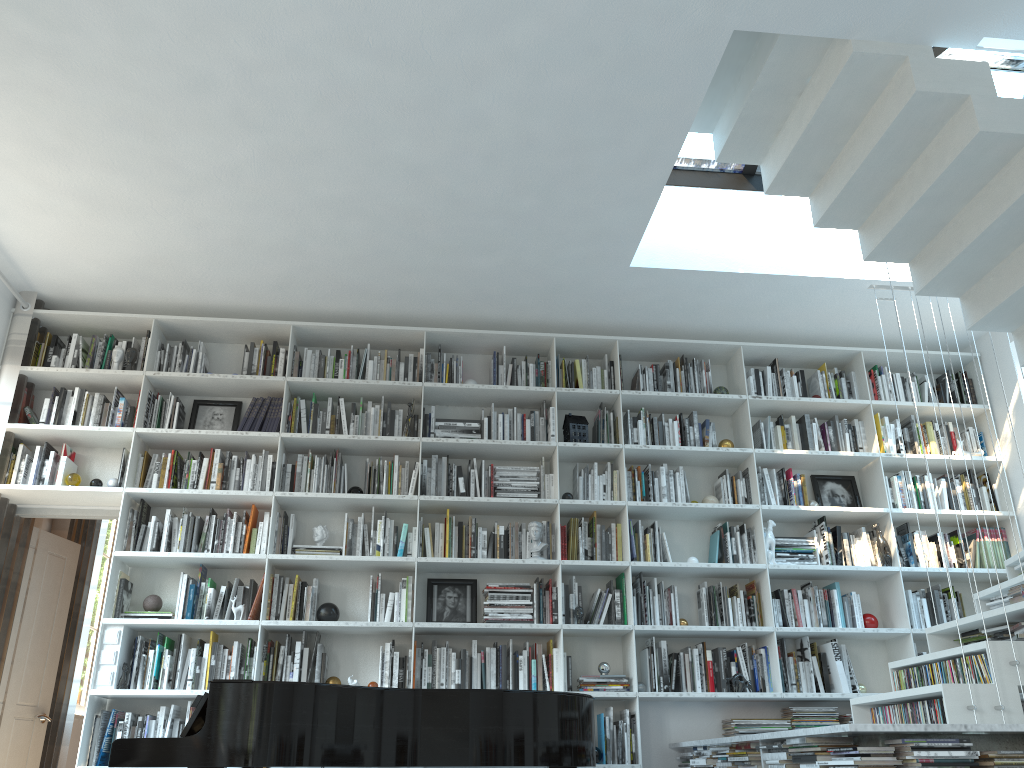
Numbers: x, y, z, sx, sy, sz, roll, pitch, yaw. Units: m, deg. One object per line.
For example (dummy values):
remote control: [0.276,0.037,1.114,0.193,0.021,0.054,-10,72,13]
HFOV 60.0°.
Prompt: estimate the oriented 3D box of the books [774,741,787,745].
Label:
books: [1.216,1.541,3.805,0.134,0.014,0.182,0,-24,-1]

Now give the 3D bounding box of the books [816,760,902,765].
books: [1.263,1.383,3.238,0.184,0.014,0.298,3,-24,-7]

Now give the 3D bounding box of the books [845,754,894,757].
books: [1.308,1.363,3.252,0.091,0.011,0.190,3,-24,-8]

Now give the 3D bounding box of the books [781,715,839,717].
books: [1.746,1.951,5.206,0.285,0.005,0.160,4,-24,-9]

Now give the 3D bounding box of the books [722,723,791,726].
books: [1.417,1.981,5.160,0.345,0.007,0.194,1,-24,-4]

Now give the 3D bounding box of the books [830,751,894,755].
books: [1.282,1.353,3.253,0.132,0.009,0.270,1,-24,-2]

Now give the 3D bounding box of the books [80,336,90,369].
books: [-2.668,-0.141,5.548,0.057,0.261,0.191,2,-23,-6]

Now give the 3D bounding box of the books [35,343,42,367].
books: [-2.937,-0.124,5.541,0.024,0.227,0.130,2,-23,-6]

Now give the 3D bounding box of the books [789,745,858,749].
books: [1.234,1.439,3.515,0.171,0.007,0.261,3,-24,-8]

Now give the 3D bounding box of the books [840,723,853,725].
books: [2.116,2.007,5.232,0.327,0.008,0.208,1,-24,-4]

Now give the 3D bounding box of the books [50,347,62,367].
books: [-2.823,-0.109,5.525,0.028,0.185,0.182,2,-24,-6]

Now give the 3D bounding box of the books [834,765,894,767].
books: [1.283,1.393,3.236,0.134,0.006,0.228,1,-24,-2]

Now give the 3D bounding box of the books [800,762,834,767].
books: [1.245,1.505,3.488,0.155,0.028,0.190,2,-24,-5]

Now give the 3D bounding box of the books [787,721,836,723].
books: [1.745,1.984,5.202,0.254,0.005,0.161,2,-24,-6]

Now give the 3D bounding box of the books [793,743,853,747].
books: [1.233,1.432,3.518,0.170,0.008,0.209,1,-24,-3]

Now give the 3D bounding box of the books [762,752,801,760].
books: [1.199,1.589,3.783,0.174,0.029,0.251,3,-24,-8]

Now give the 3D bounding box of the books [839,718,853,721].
books: [2.116,1.985,5.241,0.327,0.008,0.208,1,-24,-4]

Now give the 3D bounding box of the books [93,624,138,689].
books: [-2.176,1.518,4.878,0.106,0.338,0.308,2,-23,-6]

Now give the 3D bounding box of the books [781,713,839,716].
books: [1.748,1.942,5.213,0.285,0.005,0.160,4,-24,-9]

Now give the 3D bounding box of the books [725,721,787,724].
books: [1.417,1.974,5.163,0.308,0.008,0.196,1,-24,-4]

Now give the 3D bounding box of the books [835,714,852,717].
books: [2.116,1.965,5.250,0.368,0.007,0.206,1,-24,-4]

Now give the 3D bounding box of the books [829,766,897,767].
books: [1.276,1.402,3.231,0.152,0.015,0.209,4,-24,-9]

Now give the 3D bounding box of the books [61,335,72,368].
books: [-2.774,-0.147,5.557,0.010,0.280,0.161,2,-23,-6]

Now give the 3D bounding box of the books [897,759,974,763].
books: [1.505,1.348,3.171,0.210,0.012,0.169,2,-24,-5]

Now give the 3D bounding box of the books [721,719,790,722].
books: [1.417,1.960,5.169,0.345,0.007,0.194,1,-24,-4]

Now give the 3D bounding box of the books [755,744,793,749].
books: [1.186,1.553,3.796,0.192,0.014,0.257,4,-24,-9]

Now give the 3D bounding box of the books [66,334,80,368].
books: [-2.731,-0.147,5.560,0.028,0.282,0.190,2,-23,-6]

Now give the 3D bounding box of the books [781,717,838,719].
books: [1.745,1.964,5.209,0.285,0.005,0.160,3,-24,-7]

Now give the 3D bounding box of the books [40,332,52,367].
books: [-2.893,-0.157,5.539,0.014,0.284,0.176,2,-23,-6]

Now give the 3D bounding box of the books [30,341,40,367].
books: [-2.953,-0.130,5.517,0.014,0.218,0.189,2,-23,-6]

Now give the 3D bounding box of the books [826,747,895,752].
books: [1.279,1.342,3.257,0.149,0.014,0.229,3,-24,-8]

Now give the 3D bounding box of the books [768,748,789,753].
books: [1.209,1.568,3.793,0.145,0.017,0.209,4,-24,-10]

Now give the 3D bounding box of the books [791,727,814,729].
books: [1.748,2.014,5.187,0.254,0.007,0.161,2,-24,-5]

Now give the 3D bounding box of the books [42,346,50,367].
books: [-2.874,-0.113,5.525,0.024,0.194,0.168,2,-23,-6]

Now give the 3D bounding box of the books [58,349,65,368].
books: [-2.796,-0.102,5.553,0.031,0.195,0.145,2,-23,-6]

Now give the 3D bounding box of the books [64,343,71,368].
books: [-2.758,-0.118,5.555,0.024,0.226,0.158,2,-23,-6]

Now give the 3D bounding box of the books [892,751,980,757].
books: [1.507,1.320,3.163,0.230,0.015,0.191,0,-24,-1]

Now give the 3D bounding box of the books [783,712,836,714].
books: [1.749,1.936,5.211,0.254,0.005,0.161,4,-24,-10]

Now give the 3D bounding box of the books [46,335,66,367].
books: [-2.849,-0.148,5.538,0.025,0.268,0.178,2,-23,-6]

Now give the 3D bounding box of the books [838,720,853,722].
books: [2.117,1.990,5.230,0.327,0.008,0.208,0,-24,-1]

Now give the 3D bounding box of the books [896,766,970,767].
books: [1.503,1.376,3.174,0.207,0.012,0.132,4,-24,-9]

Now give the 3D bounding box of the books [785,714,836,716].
books: [1.749,1.946,5.209,0.254,0.005,0.161,1,-24,-2]

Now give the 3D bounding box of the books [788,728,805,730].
books: [1.749,2.018,5.178,0.285,0.007,0.160,4,-24,-9]

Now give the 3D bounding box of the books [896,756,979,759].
books: [1.504,1.340,3.178,0.260,0.009,0.153,1,-24,-3]

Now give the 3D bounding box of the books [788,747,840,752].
books: [1.233,1.448,3.511,0.168,0.013,0.282,4,-24,-9]

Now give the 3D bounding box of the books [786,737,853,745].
books: [1.219,1.418,3.522,0.189,0.022,0.238,0,-24,-1]

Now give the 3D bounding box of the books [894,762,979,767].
books: [1.506,1.355,3.157,0.215,0.013,0.190,3,-24,-7]

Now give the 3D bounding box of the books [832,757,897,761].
books: [1.287,1.373,3.245,0.137,0.012,0.243,2,-24,-5]

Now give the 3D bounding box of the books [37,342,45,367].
books: [-2.913,-0.125,5.533,0.023,0.222,0.151,2,-23,-6]

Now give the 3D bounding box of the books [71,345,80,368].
books: [-2.702,-0.114,5.539,0.030,0.205,0.176,2,-23,-6]

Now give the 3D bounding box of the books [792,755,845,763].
books: [1.235,1.479,3.498,0.177,0.026,0.231,2,-24,-6]

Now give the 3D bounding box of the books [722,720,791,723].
books: [1.417,1.967,5.166,0.345,0.007,0.194,3,-24,-8]

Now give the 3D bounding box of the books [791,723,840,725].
books: [1.748,1.996,5.195,0.285,0.007,0.160,2,-24,-5]

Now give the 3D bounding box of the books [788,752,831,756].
books: [1.230,1.463,3.504,0.187,0.009,0.251,2,-24,-6]

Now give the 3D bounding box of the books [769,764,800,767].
books: [1.205,1.627,3.767,0.167,0.024,0.193,2,-24,-5]

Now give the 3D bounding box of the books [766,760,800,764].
books: [1.194,1.609,3.773,0.178,0.015,0.188,0,-24,-1]

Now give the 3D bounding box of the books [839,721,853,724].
books: [2.116,2.001,5.238,0.368,0.007,0.206,3,-24,-7]

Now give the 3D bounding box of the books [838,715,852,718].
books: [2.117,1.968,5.239,0.368,0.007,0.206,4,-24,-10]
